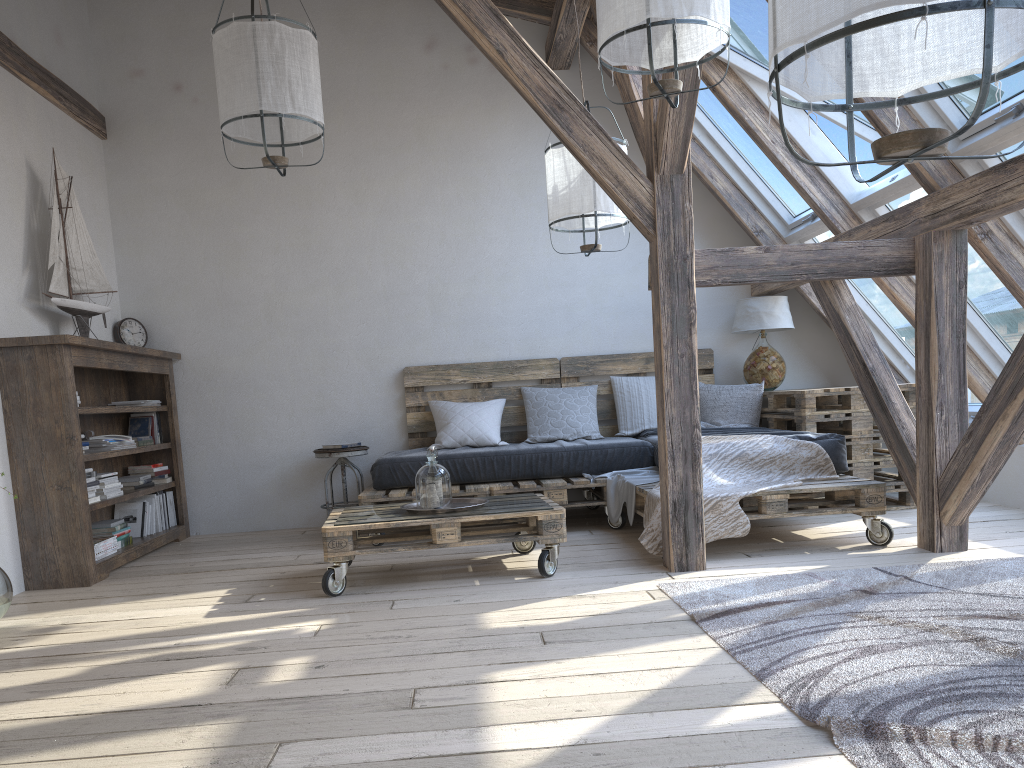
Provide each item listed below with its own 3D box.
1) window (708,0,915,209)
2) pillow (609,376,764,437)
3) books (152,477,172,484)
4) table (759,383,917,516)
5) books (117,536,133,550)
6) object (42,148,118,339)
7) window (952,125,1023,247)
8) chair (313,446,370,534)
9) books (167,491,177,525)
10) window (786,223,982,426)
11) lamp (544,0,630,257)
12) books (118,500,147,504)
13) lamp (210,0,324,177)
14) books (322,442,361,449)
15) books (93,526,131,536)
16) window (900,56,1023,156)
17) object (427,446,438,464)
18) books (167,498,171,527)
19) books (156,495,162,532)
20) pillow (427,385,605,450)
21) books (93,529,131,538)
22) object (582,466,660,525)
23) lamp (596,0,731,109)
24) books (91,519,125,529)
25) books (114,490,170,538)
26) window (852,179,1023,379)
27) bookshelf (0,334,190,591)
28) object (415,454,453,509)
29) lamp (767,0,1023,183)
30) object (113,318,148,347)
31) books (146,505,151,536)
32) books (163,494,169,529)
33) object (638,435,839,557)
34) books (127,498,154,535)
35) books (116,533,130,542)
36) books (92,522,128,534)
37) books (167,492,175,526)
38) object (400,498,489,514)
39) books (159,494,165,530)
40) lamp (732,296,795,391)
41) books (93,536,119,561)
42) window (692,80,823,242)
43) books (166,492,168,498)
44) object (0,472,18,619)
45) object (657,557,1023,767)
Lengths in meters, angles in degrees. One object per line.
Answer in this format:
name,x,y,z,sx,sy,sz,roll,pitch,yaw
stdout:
window,1.317,-1.515,3.980,1.349,1.290,0.848,-4,4,-3
pillow,1.112,0.116,5.630,0.969,0.403,0.383,-4,3,13
books,-2.232,0.602,5.439,0.218,0.031,0.161,-3,-1,-10
table,1.920,0.378,5.391,0.674,0.708,1.010,-4,1,-3
books,-2.186,0.866,4.771,0.173,0.039,0.222,-4,-1,-3
object,-2.285,-0.697,4.635,0.140,1.002,0.782,-3,3,2
window,2.391,-0.397,3.244,1.096,1.290,0.848,-4,4,-3
chair,-1.057,0.658,5.557,0.354,0.526,0.350,-4,4,0
books,-2.215,0.792,5.567,0.157,0.223,0.035,-4,6,-3
window,2.284,-0.361,5.071,1.096,1.290,0.848,-4,4,-3
lamp,0.345,-1.414,4.301,0.400,1.533,0.403,1,7,38
books,-2.230,0.792,5.158,0.157,0.208,0.106,-4,5,-3
lamp,-0.983,-1.410,3.478,0.407,1.095,0.396,1,7,38
books,-1.065,0.386,5.507,0.150,0.021,0.203,-4,-1,26
books,-2.204,0.800,4.774,0.173,0.013,0.228,-4,-1,0
window,1.325,-1.530,3.064,1.096,1.290,0.848,-4,4,-3
object,-0.352,0.417,3.973,0.071,0.270,0.152,-4,4,-3
books,-2.211,0.808,5.498,0.139,0.187,0.018,-4,6,-3
books,-2.200,0.787,5.302,0.157,0.222,0.017,-4,6,-3
pillow,0.019,0.197,5.544,1.129,0.359,0.348,-4,3,-3
books,-2.189,0.816,4.767,0.157,0.021,0.223,-4,-1,-3
object,0.730,0.608,4.810,0.503,0.279,0.706,-4,0,-19
lamp,0.434,-1.549,2.671,0.405,1.318,0.397,-6,6,-27
books,-2.204,0.758,4.775,0.132,0.021,0.198,-4,-1,-4
books,-2.227,0.775,5.279,0.201,0.250,0.408,-4,1,-3
window,2.338,-0.379,4.158,1.096,1.290,0.848,-4,4,-3
bookshelf,-2.198,0.390,4.849,0.348,1.184,1.613,-4,2,-3
object,-0.342,0.425,3.810,0.155,0.250,0.155,-6,5,-35
lamp,0.539,-1.283,1.219,0.400,1.915,0.403,1,7,38
object,-2.375,-0.307,5.484,0.082,0.211,0.203,0,4,33
books,-2.198,0.805,5.173,0.139,0.177,0.093,-4,5,-3
books,-2.206,0.789,5.413,0.157,0.222,0.017,-4,6,-3
object,1.039,0.493,4.054,0.812,0.478,1.001,-3,1,27
books,-2.199,0.788,5.205,0.157,0.214,0.089,-4,5,-3
books,-2.187,0.837,4.770,0.157,0.021,0.223,-3,-1,-8
books,-2.206,0.781,4.770,0.174,0.025,0.220,-3,-1,-8
books,-2.216,0.792,5.539,0.157,0.222,0.021,-4,6,-3
object,-0.297,0.540,3.900,0.395,0.022,0.392,-4,-1,17
books,-2.210,0.789,5.373,0.157,0.222,0.021,-4,6,-3
lamp,1.557,0.113,5.848,0.388,1.297,0.818,-5,4,-18
books,-2.156,0.835,4.433,0.237,0.089,0.315,-4,0,-3
window,1.218,-1.494,4.891,1.096,1.290,0.848,-4,4,-3
books,-2.232,0.792,5.515,0.157,0.222,0.021,-4,6,-3
object,-2.159,0.393,3.489,0.274,1.132,0.511,-5,5,-17
object,1.734,0.657,1.903,2.186,0.057,3.169,-4,-1,-3
